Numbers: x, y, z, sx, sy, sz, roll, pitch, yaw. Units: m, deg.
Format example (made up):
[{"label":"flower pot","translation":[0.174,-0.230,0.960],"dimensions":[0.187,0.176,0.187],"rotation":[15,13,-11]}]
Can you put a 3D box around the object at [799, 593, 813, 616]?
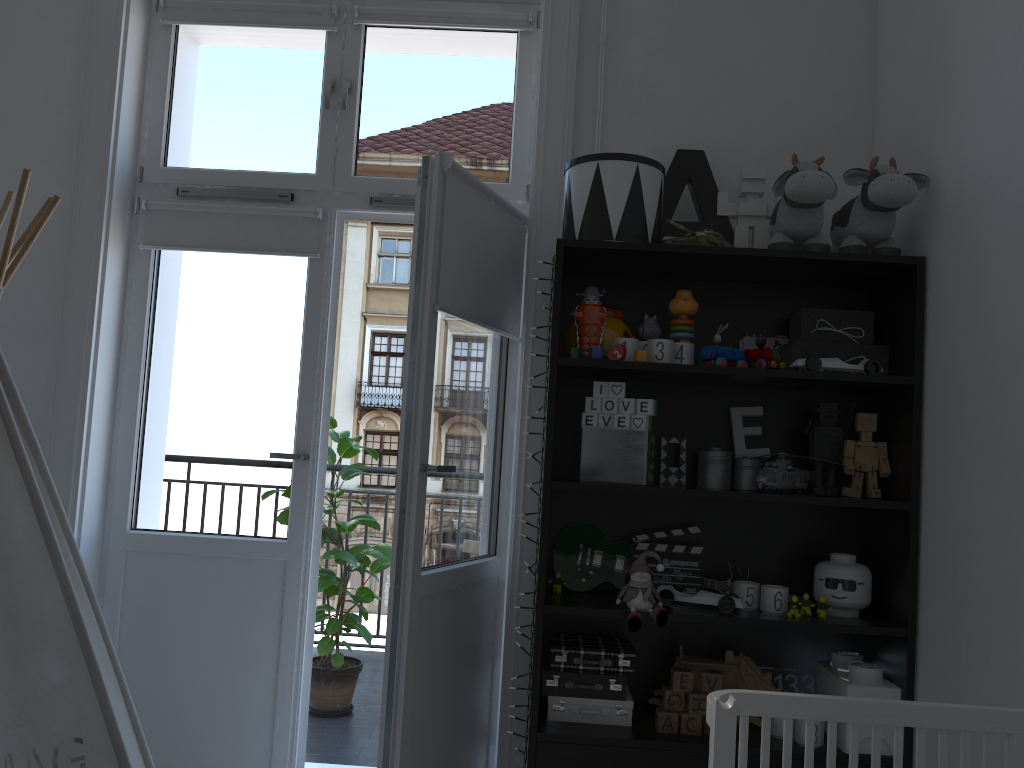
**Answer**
[{"label":"object","translation":[0.741,0.557,2.237],"dimensions":[0.042,0.054,0.031],"rotation":[3,-4,2]}]

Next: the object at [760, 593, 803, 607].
[{"label":"object","translation":[0.712,0.577,2.394],"dimensions":[0.163,0.034,0.070],"rotation":[3,-4,2]}]

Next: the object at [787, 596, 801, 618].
[{"label":"object","translation":[0.697,0.550,2.186],"dimensions":[0.042,0.054,0.031],"rotation":[7,-5,-38]}]

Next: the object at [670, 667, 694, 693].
[{"label":"object","translation":[0.428,0.746,2.237],"dimensions":[0.050,0.050,0.050],"rotation":[3,-4,2]}]

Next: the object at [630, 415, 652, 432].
[{"label":"object","translation":[0.326,0.099,2.237],"dimensions":[0.040,0.040,0.040],"rotation":[1,-5,32]}]

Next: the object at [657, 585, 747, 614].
[{"label":"object","translation":[0.478,0.546,2.255],"dimensions":[0.230,0.048,0.098],"rotation":[1,-5,27]}]

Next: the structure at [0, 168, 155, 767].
[{"label":"structure","translation":[-1.242,0.348,1.958],"dimensions":[1.143,1.748,1.144],"rotation":[5,-5,-22]}]

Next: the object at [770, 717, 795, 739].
[{"label":"object","translation":[0.681,0.851,2.229],"dimensions":[0.067,0.067,0.067],"rotation":[2,-5,16]}]

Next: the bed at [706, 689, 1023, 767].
[{"label":"bed","translation":[0.549,0.792,0.533],"dimensions":[0.670,0.832,1.405],"rotation":[3,-4,2]}]

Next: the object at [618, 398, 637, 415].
[{"label":"object","translation":[0.297,0.058,2.250],"dimensions":[0.040,0.040,0.040],"rotation":[1,-5,32]}]

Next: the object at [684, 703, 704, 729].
[{"label":"object","translation":[0.462,0.850,2.270],"dimensions":[0.050,0.050,0.050],"rotation":[3,-4,2]}]

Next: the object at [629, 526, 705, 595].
[{"label":"object","translation":[0.422,0.481,2.412],"dimensions":[0.201,0.199,0.048],"rotation":[3,-4,2]}]

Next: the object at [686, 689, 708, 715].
[{"label":"object","translation":[0.464,0.796,2.220],"dimensions":[0.050,0.050,0.050],"rotation":[3,-4,2]}]

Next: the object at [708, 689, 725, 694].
[{"label":"object","translation":[0.519,0.802,2.245],"dimensions":[0.050,0.050,0.050],"rotation":[3,-4,2]}]

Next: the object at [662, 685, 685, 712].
[{"label":"object","translation":[0.408,0.795,2.242],"dimensions":[0.050,0.050,0.050],"rotation":[3,-4,2]}]

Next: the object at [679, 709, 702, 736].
[{"label":"object","translation":[0.446,0.845,2.217],"dimensions":[0.050,0.050,0.050],"rotation":[3,-4,7]}]

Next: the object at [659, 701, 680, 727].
[{"label":"object","translation":[0.404,0.847,2.273],"dimensions":[0.050,0.050,0.050],"rotation":[3,-4,2]}]

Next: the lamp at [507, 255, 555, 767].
[{"label":"lamp","translation":[0.499,0.508,2.373],"dimensions":[0.985,1.683,0.095],"rotation":[3,-4,0]}]

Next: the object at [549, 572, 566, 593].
[{"label":"object","translation":[0.121,0.530,2.368],"dimensions":[0.042,0.054,0.031],"rotation":[2,-4,12]}]

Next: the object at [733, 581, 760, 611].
[{"label":"object","translation":[0.605,0.546,2.290],"dimensions":[0.067,0.067,0.067],"rotation":[2,-5,16]}]

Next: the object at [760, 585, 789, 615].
[{"label":"object","translation":[0.663,0.546,2.241],"dimensions":[0.067,0.067,0.067],"rotation":[2,-5,16]}]

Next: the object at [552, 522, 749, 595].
[{"label":"object","translation":[0.380,0.512,2.437],"dimensions":[0.542,0.239,0.093],"rotation":[3,-4,3]}]

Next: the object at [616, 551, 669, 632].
[{"label":"object","translation":[0.320,0.500,2.147],"dimensions":[0.110,0.186,0.129],"rotation":[4,-4,-11]}]

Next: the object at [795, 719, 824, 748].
[{"label":"object","translation":[0.729,0.849,2.172],"dimensions":[0.067,0.067,0.067],"rotation":[2,-5,16]}]

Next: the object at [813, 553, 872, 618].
[{"label":"object","translation":[0.852,0.519,2.287],"dimensions":[0.139,0.162,0.139],"rotation":[5,-5,-23]}]

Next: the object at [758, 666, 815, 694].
[{"label":"object","translation":[0.694,0.839,2.432],"dimensions":[0.347,0.120,0.034],"rotation":[3,-4,2]}]

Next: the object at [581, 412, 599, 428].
[{"label":"object","translation":[0.203,0.095,2.275],"dimensions":[0.040,0.040,0.040],"rotation":[2,-5,17]}]

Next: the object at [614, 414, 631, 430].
[{"label":"object","translation":[0.282,0.098,2.251],"dimensions":[0.040,0.040,0.040],"rotation":[2,-5,17]}]

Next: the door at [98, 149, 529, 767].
[{"label":"door","translation":[-0.637,0.314,2.474],"dimensions":[1.263,1.837,0.637],"rotation":[3,-4,4]}]

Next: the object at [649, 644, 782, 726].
[{"label":"object","translation":[0.540,0.796,2.351],"dimensions":[0.337,0.186,0.111],"rotation":[2,-4,17]}]

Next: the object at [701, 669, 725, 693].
[{"label":"object","translation":[0.508,0.751,2.236],"dimensions":[0.050,0.050,0.050],"rotation":[2,-5,22]}]

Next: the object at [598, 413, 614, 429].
[{"label":"object","translation":[0.242,0.097,2.271],"dimensions":[0.040,0.040,0.040],"rotation":[3,-4,7]}]

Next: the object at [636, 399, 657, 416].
[{"label":"object","translation":[0.340,0.059,2.237],"dimensions":[0.040,0.040,0.040],"rotation":[1,-5,27]}]

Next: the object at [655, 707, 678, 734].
[{"label":"object","translation":[0.387,0.842,2.219],"dimensions":[0.050,0.050,0.050],"rotation":[3,-4,2]}]

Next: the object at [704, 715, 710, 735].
[{"label":"object","translation":[0.512,0.849,2.214],"dimensions":[0.050,0.050,0.050],"rotation":[1,-5,32]}]

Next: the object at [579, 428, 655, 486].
[{"label":"object","translation":[0.272,0.188,2.284],"dimensions":[0.170,0.138,0.124],"rotation":[2,-5,17]}]

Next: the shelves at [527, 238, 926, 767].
[{"label":"shelves","translation":[0.523,0.508,2.309],"dimensions":[0.911,1.676,0.353],"rotation":[3,-4,2]}]

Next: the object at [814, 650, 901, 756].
[{"label":"object","translation":[0.871,0.798,2.252],"dimensions":[0.132,0.199,0.267],"rotation":[3,-4,2]}]

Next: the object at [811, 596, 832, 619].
[{"label":"object","translation":[0.770,0.556,2.206],"dimensions":[0.031,0.054,0.042],"rotation":[7,-6,-42]}]
